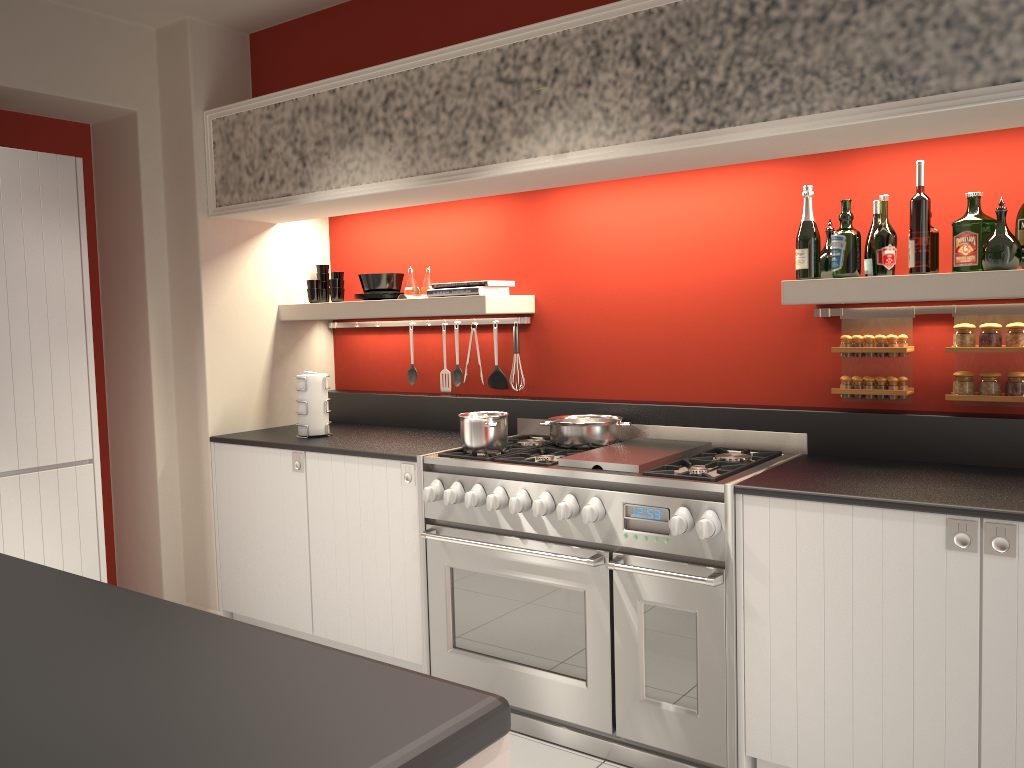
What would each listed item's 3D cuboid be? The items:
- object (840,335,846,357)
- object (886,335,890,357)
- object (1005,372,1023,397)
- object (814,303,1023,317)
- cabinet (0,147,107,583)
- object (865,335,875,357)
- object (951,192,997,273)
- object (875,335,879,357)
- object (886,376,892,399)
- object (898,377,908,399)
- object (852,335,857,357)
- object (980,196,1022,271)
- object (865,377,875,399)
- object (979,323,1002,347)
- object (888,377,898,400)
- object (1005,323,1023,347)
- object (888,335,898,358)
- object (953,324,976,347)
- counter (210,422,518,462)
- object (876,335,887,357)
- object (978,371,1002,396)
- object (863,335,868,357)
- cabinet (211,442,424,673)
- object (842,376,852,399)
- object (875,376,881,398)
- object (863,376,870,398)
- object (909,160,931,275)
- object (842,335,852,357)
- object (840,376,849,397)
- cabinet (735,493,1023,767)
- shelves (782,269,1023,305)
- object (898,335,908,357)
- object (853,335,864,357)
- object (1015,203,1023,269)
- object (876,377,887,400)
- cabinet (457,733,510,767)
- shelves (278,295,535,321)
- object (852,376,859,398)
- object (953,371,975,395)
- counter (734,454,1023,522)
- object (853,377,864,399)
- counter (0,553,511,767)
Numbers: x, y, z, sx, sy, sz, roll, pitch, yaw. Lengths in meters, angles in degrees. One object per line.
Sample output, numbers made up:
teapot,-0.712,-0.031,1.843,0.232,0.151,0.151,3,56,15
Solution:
object,1.215,-0.139,3.235,0.034,0.078,0.034,-4,5,-33
object,1.343,-0.136,3.142,0.034,0.078,0.034,-4,5,-33
object,1.655,0.003,2.907,0.068,0.088,0.068,-4,5,-33
object,1.694,-0.254,2.952,1.355,0.034,0.048,2,5,36
cabinet,-2.818,0.254,3.000,0.717,2.249,2.558,1,5,36
object,1.270,-0.134,3.148,0.034,0.078,0.034,-4,5,-33
object,1.497,-0.489,2.875,0.071,0.260,0.112,-3,4,-25
object,1.311,-0.137,3.165,0.034,0.078,0.034,-4,5,-33
object,1.347,0.012,3.152,0.034,0.078,0.034,-4,5,-33
object,1.379,0.013,3.129,0.034,0.078,0.034,-4,5,-33
object,1.247,-0.138,3.212,0.034,0.078,0.034,-4,5,-33
object,1.500,-0.461,2.719,0.113,0.226,0.113,-5,5,-42
object,1.274,0.014,3.158,0.034,0.078,0.034,-4,5,-33
object,1.588,-0.158,2.942,0.068,0.088,0.068,-4,5,-33
object,1.337,0.015,3.112,0.034,0.078,0.034,-4,5,-33
object,1.651,-0.157,2.896,0.068,0.088,0.068,-4,5,-33
object,1.333,-0.133,3.102,0.034,0.078,0.034,-4,5,-33
object,1.524,-0.160,2.988,0.068,0.088,0.068,-4,5,-33
counter,-0.713,0.256,4.182,1.360,0.026,0.699,2,5,36
object,1.302,-0.133,3.125,0.034,0.078,0.034,-4,5,-33
object,1.592,0.002,2.953,0.068,0.088,0.068,-4,5,-33
object,1.279,-0.138,3.189,0.034,0.078,0.034,-4,5,-33
cabinet,-0.700,0.764,4.219,1.361,0.993,0.687,1,5,36
object,1.211,0.012,3.204,0.034,0.078,0.034,-4,5,-33
object,1.315,0.011,3.175,0.034,0.078,0.034,-4,5,-33
object,1.283,0.010,3.199,0.034,0.078,0.034,-4,5,-33
object,1.356,-0.541,2.913,0.062,0.366,0.210,1,5,35
object,1.207,-0.136,3.194,0.034,0.078,0.034,-4,5,-33
object,1.219,0.009,3.245,0.034,0.078,0.034,-4,5,-33
cabinet,1.454,0.821,2.649,1.361,0.993,0.687,1,5,36
shelves,1.600,-0.315,2.812,1.379,0.083,0.376,2,5,36
object,1.375,-0.135,3.119,0.034,0.078,0.034,-4,5,-33
object,1.239,-0.135,3.171,0.034,0.078,0.034,-4,5,-33
object,1.658,-0.506,2.769,0.057,0.303,0.186,-3,4,-24
object,1.306,0.014,3.135,0.034,0.078,0.034,-4,5,-33
cabinet,-1.230,1.009,1.287,2.034,1.010,1.424,1,5,36
shelves,-0.559,-0.372,4.385,1.379,0.083,0.376,2,5,36
object,1.251,0.009,3.222,0.034,0.078,0.034,-4,5,-33
object,1.529,0.000,2.999,0.068,0.088,0.068,-4,5,-33
counter,1.438,0.313,2.614,1.360,0.026,0.699,2,5,36
object,1.243,0.013,3.181,0.034,0.078,0.034,-4,5,-33
counter,-1.239,0.479,1.247,2.054,0.050,1.416,2,5,36
